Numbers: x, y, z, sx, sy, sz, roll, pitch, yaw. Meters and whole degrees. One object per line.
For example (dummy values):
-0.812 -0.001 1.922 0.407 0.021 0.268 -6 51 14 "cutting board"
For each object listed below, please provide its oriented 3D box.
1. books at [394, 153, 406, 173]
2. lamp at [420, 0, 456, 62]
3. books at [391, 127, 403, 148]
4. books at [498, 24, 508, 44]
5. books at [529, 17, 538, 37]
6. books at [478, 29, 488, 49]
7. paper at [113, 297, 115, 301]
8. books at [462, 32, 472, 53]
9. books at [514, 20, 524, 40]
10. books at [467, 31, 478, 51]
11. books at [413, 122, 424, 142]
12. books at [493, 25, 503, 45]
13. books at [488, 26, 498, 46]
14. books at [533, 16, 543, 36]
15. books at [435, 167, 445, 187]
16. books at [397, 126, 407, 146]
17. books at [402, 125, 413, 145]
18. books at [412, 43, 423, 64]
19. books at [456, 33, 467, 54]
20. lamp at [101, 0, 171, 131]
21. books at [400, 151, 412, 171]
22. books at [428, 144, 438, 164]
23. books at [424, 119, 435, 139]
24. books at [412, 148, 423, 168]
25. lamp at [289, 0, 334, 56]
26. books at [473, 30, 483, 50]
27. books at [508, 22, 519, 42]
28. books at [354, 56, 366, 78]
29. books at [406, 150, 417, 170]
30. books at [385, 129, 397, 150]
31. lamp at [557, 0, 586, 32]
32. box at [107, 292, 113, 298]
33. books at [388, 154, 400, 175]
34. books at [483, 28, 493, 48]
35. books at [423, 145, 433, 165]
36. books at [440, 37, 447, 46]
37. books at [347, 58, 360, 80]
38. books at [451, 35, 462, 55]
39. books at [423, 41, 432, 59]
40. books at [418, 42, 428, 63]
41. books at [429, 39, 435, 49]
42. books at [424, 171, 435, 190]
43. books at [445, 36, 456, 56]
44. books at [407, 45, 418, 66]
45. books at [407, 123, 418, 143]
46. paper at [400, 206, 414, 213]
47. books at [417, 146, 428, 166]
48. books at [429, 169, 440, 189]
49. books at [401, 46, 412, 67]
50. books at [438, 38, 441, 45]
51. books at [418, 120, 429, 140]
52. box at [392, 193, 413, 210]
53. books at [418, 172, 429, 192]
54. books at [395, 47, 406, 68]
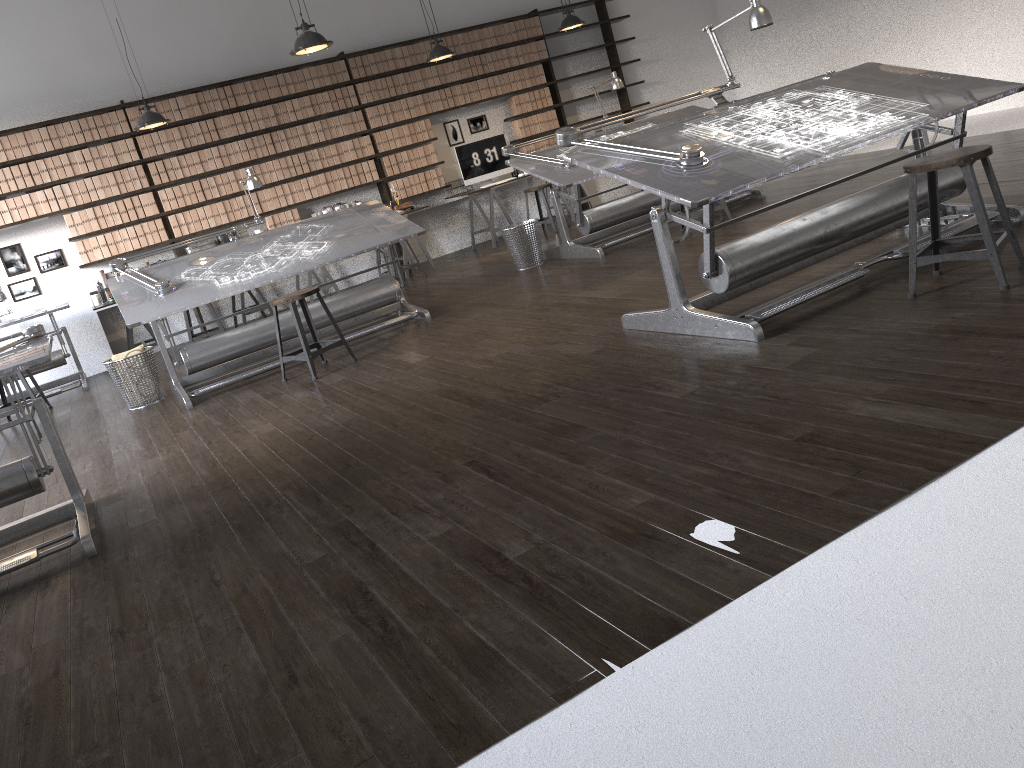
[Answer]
-1.287 -2.485 9.999 0.067 0.223 0.175 -22 14 -23 "books"
-1.003 -4.244 8.460 0.311 2.230 0.316 -16 12 1 "lamp"
-1.321 -2.757 9.959 0.067 0.223 0.175 -22 14 -23 "books"
-0.142 -4.108 10.454 0.067 0.223 0.175 -22 14 -23 "books"
0.218 -4.258 10.623 0.067 0.223 0.175 -22 14 -23 "books"
-0.376 -4.010 10.342 0.067 0.223 0.175 -22 14 -23 "books"
-3.697 -0.836 8.433 0.157 0.038 0.137 -27 18 -37 "paper"
-0.552 -3.937 10.261 0.067 0.223 0.175 -22 14 -23 "books"
0.044 -4.183 10.533 0.067 0.223 0.175 -22 14 -23 "books"
-0.491 -3.962 10.289 0.067 0.223 0.175 -22 14 -23 "books"
-1.094 -2.852 10.069 0.067 0.223 0.175 -22 14 -23 "books"
-0.201 -4.083 10.424 0.067 0.223 0.175 -22 14 -23 "books"
-0.259 -4.058 10.393 0.067 0.223 0.175 -22 14 -23 "books"
0.279 -4.282 10.648 0.067 0.223 0.175 -22 14 -23 "books"
-0.855 -2.375 10.222 0.067 0.223 0.175 -22 14 -23 "books"
-1.268 -2.779 9.985 0.067 0.223 0.175 -22 14 -23 "books"
-1.209 -2.802 10.008 0.067 0.223 0.175 -22 14 -23 "books"
-1.093 -3.712 10.008 0.067 0.223 0.175 -22 14 -23 "books"
-0.610 -3.911 10.229 0.067 0.223 0.175 -22 14 -23 "books"
-3.379 -3.254 7.345 0.312 2.230 0.314 -4 17 45 "lamp"
-1.224 -2.510 10.024 0.067 0.223 0.175 -22 14 -23 "books"
-0.936 -2.630 10.160 0.067 0.223 0.175 -22 14 -23 "books"
-0.973 -2.903 10.126 0.067 0.223 0.175 -22 14 -23 "books"
-1.105 -2.561 10.084 0.067 0.223 0.175 -22 14 -23 "books"
-1.685 -3.349 5.871 0.311 2.230 0.315 -17 12 -3 "lamp"
-0.431 -3.986 10.311 0.067 0.223 0.175 -22 14 -23 "books"
-0.018 -4.158 10.505 0.067 0.223 0.175 -22 14 -23 "books"
-1.686 -3.463 9.723 0.067 0.223 0.175 -22 14 -23 "books"
-1.166 -2.535 10.056 0.067 0.223 0.175 -22 14 -23 "books"
-1.382 -2.731 9.928 0.067 0.223 0.175 -22 14 -23 "books"
0.323 -4.797 9.082 0.311 2.230 0.316 -16 12 1 "lamp"
-3.786 -0.872 8.559 0.213 0.082 0.138 -22 15 -23 "box"
-1.349 -2.458 9.964 0.067 0.223 0.175 -22 14 -23 "books"
-0.322 -4.032 10.365 0.067 0.223 0.175 -22 14 -23 "books"
-0.990 -2.608 10.137 0.067 0.223 0.175 -22 14 -23 "books"
-0.800 -3.834 10.145 0.067 0.223 0.175 -22 14 -23 "books"
-1.751 -3.437 9.698 0.067 0.223 0.175 -22 14 -23 "books"
-0.673 -3.887 10.204 0.067 0.223 0.175 -22 14 -23 "books"
-0.969 -3.761 10.058 0.067 0.223 0.175 -22 14 -23 "books"
-1.032 -3.736 10.032 0.067 0.223 0.175 -22 14 -23 "books"
-0.907 -3.787 10.087 0.067 0.223 0.175 -22 14 -23 "books"
-0.977 -2.325 10.166 0.067 0.223 0.175 -22 14 -23 "books"
-0.735 -3.859 10.169 0.067 0.223 0.175 -22 14 -23 "books"
-1.152 -3.687 9.978 0.067 0.223 0.175 -22 14 -23 "books"
-1.154 -2.827 10.040 0.067 0.223 0.175 -22 14 -23 "books"
-1.142 -1.901 9.633 0.155 0.038 0.138 -18 14 -9 "paper"
-1.045 -2.584 10.106 0.067 0.223 0.175 -22 14 -23 "books"
-0.914 -2.350 10.190 0.067 0.223 0.175 -22 14 -23 "books"
-1.210 -3.661 9.946 0.067 0.223 0.175 -22 14 -23 "books"
-0.855 -3.810 10.116 0.067 0.223 0.175 -22 14 -23 "books"
-1.031 -2.877 10.093 0.067 0.223 0.175 -22 14 -23 "books"
-1.221 -2.005 9.758 0.213 0.205 0.138 -22 14 -23 "box"
-1.038 -2.298 10.131 0.067 0.223 0.175 -22 14 -23 "books"
-1.273 -3.636 9.919 0.067 0.223 0.175 -22 14 -23 "books"
